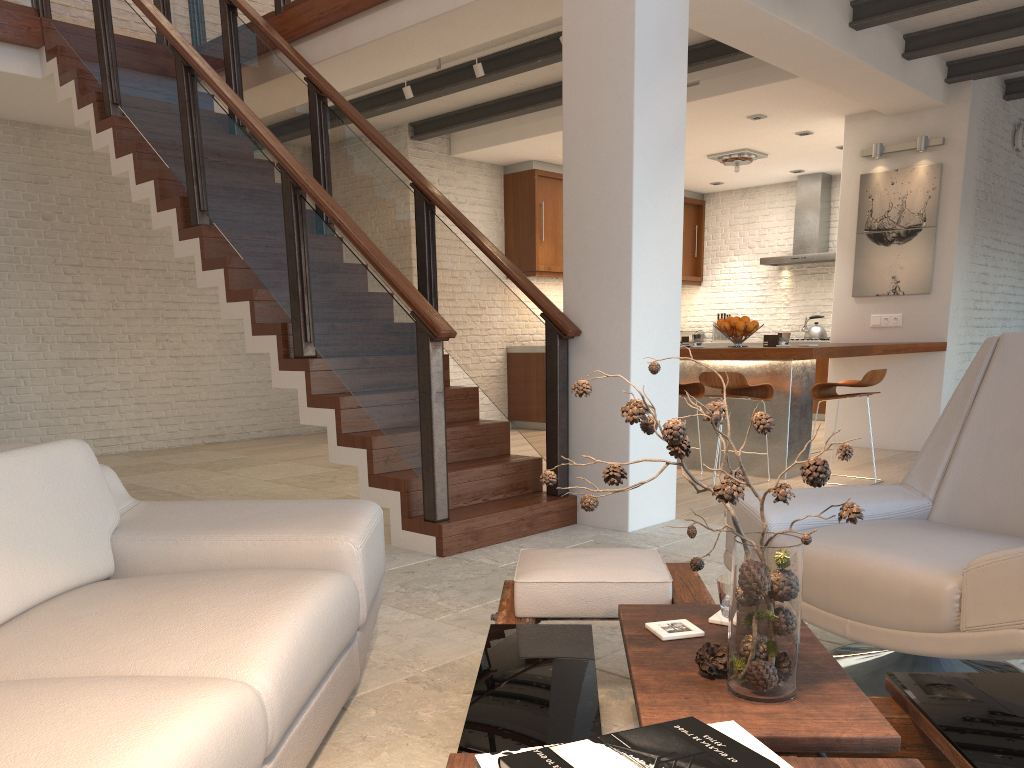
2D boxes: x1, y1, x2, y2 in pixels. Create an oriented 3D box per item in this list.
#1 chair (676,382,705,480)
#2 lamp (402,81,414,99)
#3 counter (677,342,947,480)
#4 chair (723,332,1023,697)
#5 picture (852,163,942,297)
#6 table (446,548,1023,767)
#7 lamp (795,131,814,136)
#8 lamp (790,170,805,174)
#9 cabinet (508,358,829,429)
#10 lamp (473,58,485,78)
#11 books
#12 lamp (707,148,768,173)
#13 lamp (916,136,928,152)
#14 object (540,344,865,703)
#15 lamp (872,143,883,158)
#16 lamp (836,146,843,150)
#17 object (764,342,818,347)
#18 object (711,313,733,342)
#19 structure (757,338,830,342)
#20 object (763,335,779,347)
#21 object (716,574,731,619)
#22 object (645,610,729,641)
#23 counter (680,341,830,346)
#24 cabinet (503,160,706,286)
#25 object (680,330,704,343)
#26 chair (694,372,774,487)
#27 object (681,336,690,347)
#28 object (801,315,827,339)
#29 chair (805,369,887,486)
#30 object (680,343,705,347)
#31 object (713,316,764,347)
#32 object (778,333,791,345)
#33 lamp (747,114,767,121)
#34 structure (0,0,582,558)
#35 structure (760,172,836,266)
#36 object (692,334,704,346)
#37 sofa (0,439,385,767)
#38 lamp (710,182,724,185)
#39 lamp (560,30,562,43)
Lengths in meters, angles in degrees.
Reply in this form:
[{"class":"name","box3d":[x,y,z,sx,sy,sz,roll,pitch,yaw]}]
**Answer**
[{"class":"chair","box3d":[1.116,0.288,6.367,0.399,0.798,0.414,9,15,43]},{"class":"lamp","box3d":[-0.767,-2.158,6.424,0.084,0.133,0.060,-10,15,-43]},{"class":"counter","box3d":[2.141,0.160,7.008,1.667,0.947,2.458,4,7,44]},{"class":"chair","box3d":[1.317,0.365,2.549,0.964,1.047,1.005,-6,9,-30]},{"class":"picture","box3d":[3.220,-1.268,7.328,0.646,1.046,0.020,8,16,42]},{"class":"table","box3d":[0.700,0.719,1.495,1.970,0.442,2.148,-1,3,5]},{"class":"lamp","box3d":[2.702,-2.334,8.055,0.122,0.057,0.122,3,7,43]},{"class":"lamp","box3d":[3.251,-2.440,9.933,0.122,0.057,0.122,3,7,43]},{"class":"cabinet","box3d":[2.410,-0.977,10.114,4.780,2.922,2.199,0,9,8]},{"class":"lamp","box3d":[-0.226,-2.142,5.924,0.084,0.133,0.060,-10,15,-43]},{"class":"books","box3d":[0.174,0.532,1.139,0.400,0.076,0.244,-2,4,-14]},{"class":"lamp","box3d":[2.328,-2.277,9.010,0.445,0.175,0.443,3,6,43]},{"class":"lamp","box3d":[3.299,-1.933,7.017,0.079,0.107,0.077,-4,10,-18]},{"class":"object","box3d":[0.311,0.239,1.531,0.541,0.626,0.306,1,11,14]},{"class":"lamp","box3d":[3.041,-1.941,7.255,0.079,0.107,0.077,-4,10,-18]},{"class":"lamp","box3d":[3.315,-2.377,8.682,0.122,0.057,0.122,3,7,43]},{"class":"object","box3d":[1.924,-0.280,6.113,0.195,0.036,0.390,-4,4,-43]},{"class":"object","box3d":[2.774,-0.740,11.475,0.317,0.386,0.065,7,15,42]},{"class":"structure","box3d":[3.484,-0.530,10.567,0.803,0.033,0.581,2,4,43]},{"class":"object","box3d":[1.859,-0.309,6.224,0.094,0.084,0.111,-1,7,-1]},{"class":"object","box3d":[0.494,0.470,1.915,0.091,0.087,0.088,-1,8,3]},{"class":"object","box3d":[0.426,0.510,1.876,0.271,0.036,0.242,0,3,15]},{"class":"counter","box3d":[2.368,-0.420,9.794,3.484,0.072,3.282,2,4,43]},{"class":"cabinet","box3d":[1.232,-1.827,10.506,0.454,1.199,3.291,10,11,43]},{"class":"object","box3d":[2.385,-0.641,11.800,0.341,0.164,0.246,4,8,43]},{"class":"chair","box3d":[1.507,0.300,6.006,0.399,0.798,0.414,9,15,43]},{"class":"object","box3d":[1.372,-0.324,6.682,0.113,0.084,0.092,5,10,43]},{"class":"object","box3d":[3.593,-0.672,10.297,0.261,0.283,0.256,-5,9,-25]},{"class":"chair","box3d":[2.318,0.287,5.977,0.416,0.798,0.397,9,15,43]},{"class":"object","box3d":[1.363,-0.296,6.621,0.284,0.036,0.202,2,4,43]},{"class":"object","box3d":[1.662,-0.385,6.397,0.366,0.228,0.353,0,6,9]},{"class":"object","box3d":[1.898,-0.315,6.084,0.090,0.087,0.089,-6,9,-31]},{"class":"lamp","box3d":[2.089,-2.291,7.426,0.122,0.057,0.122,3,7,43]},{"class":"structure","box3d":[0.428,-1.365,5.071,10.042,4.262,13.645,3,6,44]},{"class":"structure","box3d":[3.511,-1.945,10.291,0.973,1.022,0.449,7,13,42]},{"class":"object","box3d":[1.393,-0.330,6.535,0.090,0.087,0.089,6,10,40]},{"class":"sofa","box3d":[-1.029,0.572,1.690,1.144,0.776,2.269,-1,4,4]},{"class":"lamp","box3d":[2.498,-2.463,10.629,0.122,0.057,0.122,3,7,43]},{"class":"lamp","box3d":[0.337,-2.124,5.395,0.087,0.133,0.057,0,11,3]}]
